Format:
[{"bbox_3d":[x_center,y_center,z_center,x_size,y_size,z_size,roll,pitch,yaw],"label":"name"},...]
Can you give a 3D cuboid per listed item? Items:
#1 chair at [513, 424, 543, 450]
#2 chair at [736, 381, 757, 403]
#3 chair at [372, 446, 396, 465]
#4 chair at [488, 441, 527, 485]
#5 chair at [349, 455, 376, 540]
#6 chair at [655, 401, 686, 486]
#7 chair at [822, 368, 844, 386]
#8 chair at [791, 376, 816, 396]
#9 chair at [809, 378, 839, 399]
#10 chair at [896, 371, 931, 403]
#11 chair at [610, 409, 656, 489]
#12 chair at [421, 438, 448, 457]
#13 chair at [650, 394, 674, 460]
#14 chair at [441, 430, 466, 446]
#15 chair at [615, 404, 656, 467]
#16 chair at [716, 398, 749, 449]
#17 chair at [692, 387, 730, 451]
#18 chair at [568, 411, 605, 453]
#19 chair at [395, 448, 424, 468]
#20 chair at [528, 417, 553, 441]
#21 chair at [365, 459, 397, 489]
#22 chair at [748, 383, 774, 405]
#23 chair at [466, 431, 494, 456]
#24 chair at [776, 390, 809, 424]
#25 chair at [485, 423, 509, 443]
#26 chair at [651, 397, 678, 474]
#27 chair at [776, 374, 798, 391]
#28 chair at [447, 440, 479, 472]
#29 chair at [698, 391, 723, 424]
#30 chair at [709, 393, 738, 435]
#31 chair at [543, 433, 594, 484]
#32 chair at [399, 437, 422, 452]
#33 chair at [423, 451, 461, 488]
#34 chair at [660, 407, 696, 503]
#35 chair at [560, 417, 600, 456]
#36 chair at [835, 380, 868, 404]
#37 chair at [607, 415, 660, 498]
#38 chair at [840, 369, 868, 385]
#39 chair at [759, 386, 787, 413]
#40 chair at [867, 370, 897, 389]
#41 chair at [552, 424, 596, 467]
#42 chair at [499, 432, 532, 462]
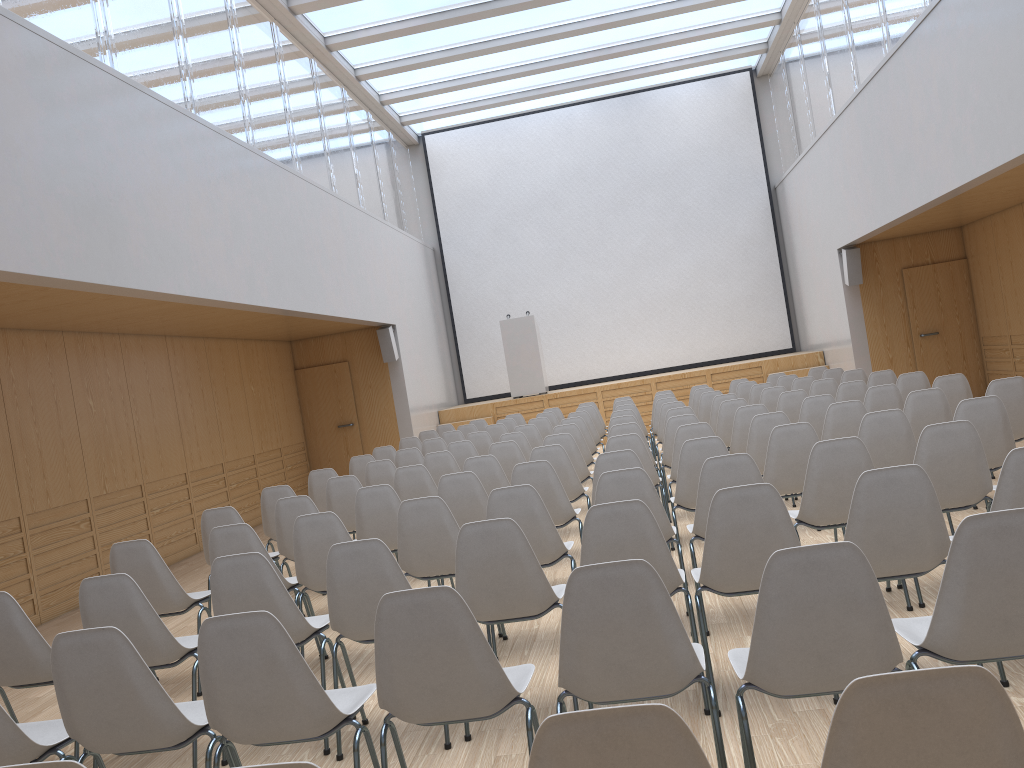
[{"bbox_3d":[0.232,0.862,9.698,0.479,0.876,0.505,-9,1,8],"label":"chair"},{"bbox_3d":[3.035,0.396,11.333,0.479,0.876,0.505,-9,1,8],"label":"chair"},{"bbox_3d":[-1.305,1.105,9.907,0.479,0.876,0.505,-9,1,8],"label":"chair"},{"bbox_3d":[0.020,0.915,7.778,0.479,0.876,0.505,-9,1,8],"label":"chair"},{"bbox_3d":[-1.386,1.128,8.979,0.479,0.876,0.505,-9,1,8],"label":"chair"},{"bbox_3d":[1.783,0.615,9.556,0.479,0.876,0.505,-9,1,8],"label":"chair"},{"bbox_3d":[4.061,0.234,11.193,0.479,0.876,0.505,-9,1,8],"label":"chair"},{"bbox_3d":[3.417,0.345,10.341,0.479,0.876,0.505,-9,1,8],"label":"chair"},{"bbox_3d":[3.294,0.375,9.350,0.479,0.876,0.505,-9,1,8],"label":"chair"},{"bbox_3d":[3.705,0.321,8.257,0.479,0.876,0.505,-9,1,8],"label":"chair"},{"bbox_3d":[1.255,0.699,9.558,0.479,0.876,0.505,-9,1,8],"label":"chair"},{"bbox_3d":[-0.763,1.019,9.893,0.479,0.876,0.505,-9,1,8],"label":"chair"},{"bbox_3d":[2.026,0.556,11.540,0.479,0.876,0.505,-9,1,8],"label":"chair"},{"bbox_3d":[-0.624,0.987,10.823,0.479,0.876,0.505,-9,1,8],"label":"chair"},{"bbox_3d":[1.409,0.665,10.504,0.479,0.876,0.505,-9,1,8],"label":"chair"},{"bbox_3d":[2.143,0.569,8.450,0.479,0.876,0.505,-9,1,8],"label":"chair"},{"bbox_3d":[2.520,0.478,11.444,0.479,0.876,0.505,-9,1,8],"label":"chair"},{"bbox_3d":[0.870,0.750,10.660,0.479,0.876,0.505,-9,1,8],"label":"chair"},{"bbox_3d":[-0.922,1.055,8.887,0.479,0.876,0.505,-9,1,8],"label":"chair"},{"bbox_3d":[0.404,0.824,10.704,0.479,0.876,0.505,-9,1,8],"label":"chair"},{"bbox_3d":[-1.053,1.086,7.915,0.479,0.876,0.505,-9,1,8],"label":"chair"},{"bbox_3d":[2.950,0.420,10.377,0.479,0.876,0.505,-9,1,8],"label":"chair"},{"bbox_3d":[-0.277,0.942,9.808,0.479,0.876,0.505,-9,1,8],"label":"chair"},{"bbox_3d":[2.663,0.486,8.358,0.479,0.876,0.505,-9,1,8],"label":"chair"},{"bbox_3d":[-0.108,0.905,10.822,0.479,0.876,0.505,-9,1,8],"label":"chair"},{"bbox_3d":[1.889,0.588,10.540,0.479,0.876,0.505,-9,1,8],"label":"chair"},{"bbox_3d":[3.542,0.315,11.323,0.479,0.876,0.505,-9,1,8],"label":"chair"},{"bbox_3d":[-0.404,0.973,8.734,0.479,0.876,0.505,-9,1,8],"label":"chair"},{"bbox_3d":[2.382,0.510,10.413,0.479,0.876,0.505,-9,1,8],"label":"chair"},{"bbox_3d":[2.307,0.532,9.456,0.479,0.876,0.505,-9,1,8],"label":"chair"},{"bbox_3d":[0.478,0.843,7.647,0.479,0.876,0.505,-9,1,8],"label":"chair"},{"bbox_3d":[-1.146,1.069,10.953,0.479,0.876,0.505,-9,1,8],"label":"chair"},{"bbox_3d":[-0.539,1.004,7.826,0.479,0.876,0.505,-9,1,8],"label":"chair"},{"bbox_3d":[1.660,0.645,8.535,0.479,0.876,0.505,-9,1,8],"label":"chair"},{"bbox_3d":[0.730,0.782,9.651,0.479,0.876,0.505,-9,1,8],"label":"chair"},{"bbox_3d":[3.199,0.401,8.344,0.479,0.876,0.505,-9,1,8],"label":"chair"},{"bbox_3d":[1.138,0.728,8.625,0.479,0.876,0.505,-9,1,8],"label":"chair"},{"bbox_3d":[3.945,0.262,10.241,0.479,0.876,0.505,-9,1,8],"label":"chair"},{"bbox_3d":[2.788,0.456,9.370,0.479,0.876,0.505,-9,1,8],"label":"chair"},{"bbox_3d":[3.831,0.291,9.207,0.479,0.876,0.505,-9,1,8],"label":"chair"},{"bbox_3d":[0.604,0.812,8.708,0.479,0.876,0.505,-9,1,8],"label":"chair"},{"bbox_3d":[0.095,0.893,8.749,0.479,0.876,0.505,-9,1,8],"label":"chair"}]
